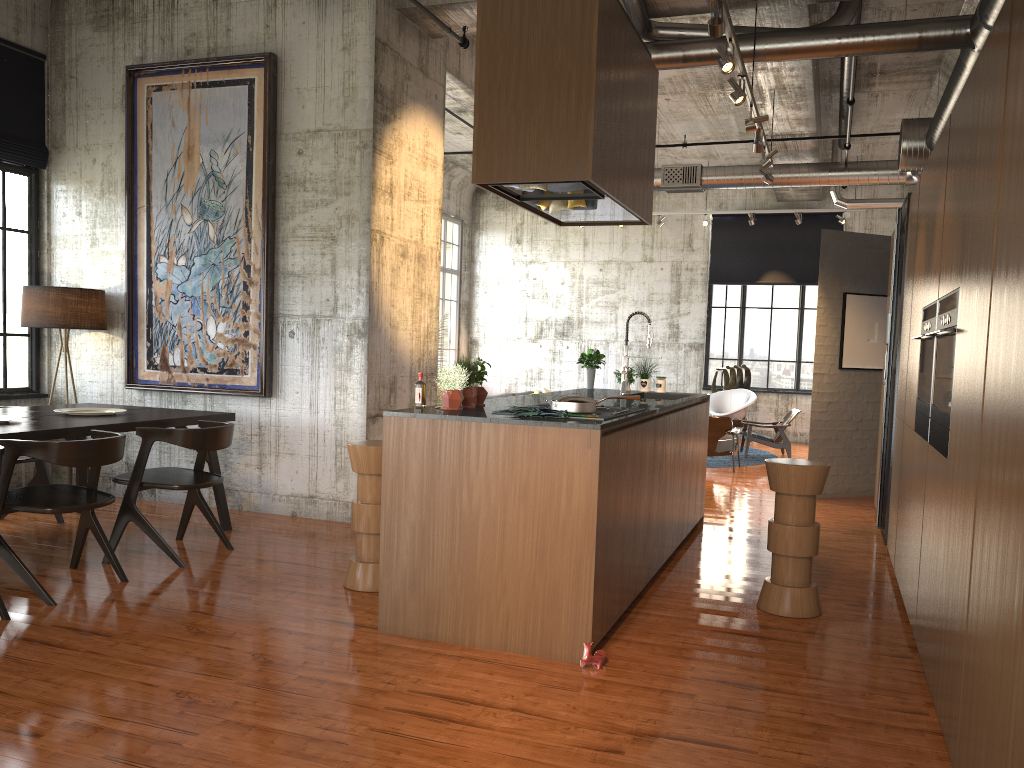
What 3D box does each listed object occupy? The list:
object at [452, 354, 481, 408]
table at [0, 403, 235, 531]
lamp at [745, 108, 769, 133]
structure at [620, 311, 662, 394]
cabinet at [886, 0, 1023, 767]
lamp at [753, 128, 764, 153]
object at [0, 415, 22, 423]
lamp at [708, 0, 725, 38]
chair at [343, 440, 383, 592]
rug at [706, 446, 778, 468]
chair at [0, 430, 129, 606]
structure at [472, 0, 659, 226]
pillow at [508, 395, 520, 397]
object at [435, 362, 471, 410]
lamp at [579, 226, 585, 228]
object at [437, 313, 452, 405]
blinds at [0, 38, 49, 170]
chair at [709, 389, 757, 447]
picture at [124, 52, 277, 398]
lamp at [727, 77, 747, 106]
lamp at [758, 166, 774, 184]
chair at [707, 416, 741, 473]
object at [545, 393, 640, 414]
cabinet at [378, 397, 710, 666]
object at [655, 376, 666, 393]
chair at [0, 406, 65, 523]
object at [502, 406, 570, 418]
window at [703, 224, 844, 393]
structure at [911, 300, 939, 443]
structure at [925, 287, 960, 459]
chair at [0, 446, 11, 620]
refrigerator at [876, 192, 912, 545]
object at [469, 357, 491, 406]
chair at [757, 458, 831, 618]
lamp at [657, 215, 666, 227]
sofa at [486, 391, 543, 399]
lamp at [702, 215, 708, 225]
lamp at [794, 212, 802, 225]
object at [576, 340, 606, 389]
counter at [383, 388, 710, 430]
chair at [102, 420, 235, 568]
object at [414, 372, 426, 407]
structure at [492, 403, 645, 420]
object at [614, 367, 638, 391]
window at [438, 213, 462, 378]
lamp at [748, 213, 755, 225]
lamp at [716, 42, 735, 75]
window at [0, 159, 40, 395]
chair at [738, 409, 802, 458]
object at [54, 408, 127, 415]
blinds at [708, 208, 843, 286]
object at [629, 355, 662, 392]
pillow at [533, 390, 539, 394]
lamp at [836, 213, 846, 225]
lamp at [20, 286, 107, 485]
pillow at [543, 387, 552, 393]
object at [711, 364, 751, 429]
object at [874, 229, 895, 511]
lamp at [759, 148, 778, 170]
[{"bbox_3d":[-0.299,-0.041,5.515,0.186,0.368,0.196,0,4,-30],"label":"object"},{"bbox_3d":[-3.770,0.760,6.167,1.637,1.008,3.697,3,3,20],"label":"table"},{"bbox_3d":[2.117,-2.313,7.771,0.260,0.211,0.102,3,4,15],"label":"lamp"},{"bbox_3d":[1.164,-0.278,7.941,0.360,0.751,0.168,3,4,20],"label":"structure"},{"bbox_3d":[2.733,0.026,4.769,0.859,3.051,5.335,3,3,20],"label":"cabinet"},{"bbox_3d":[2.382,-2.336,8.570,0.102,0.241,0.182,3,4,15],"label":"lamp"},{"bbox_3d":[-3.691,0.247,6.134,0.526,0.025,0.526,3,3,30],"label":"object"},{"bbox_3d":[1.258,-2.248,5.453,0.102,0.215,0.225,3,3,16],"label":"lamp"},{"bbox_3d":[-0.924,0.879,5.996,0.409,0.965,0.410,2,4,-1],"label":"chair"},{"bbox_3d":[2.023,1.103,15.175,4.846,0.009,4.836,1,3,-24],"label":"rug"},{"bbox_3d":[-2.910,0.818,5.656,0.769,0.995,0.877,3,4,19],"label":"chair"},{"bbox_3d":[0.390,-1.642,5.371,0.663,1.128,1.626,3,3,20],"label":"structure"},{"bbox_3d":[0.114,0.333,14.577,0.364,0.315,0.170,3,4,10],"label":"pillow"},{"bbox_3d":[-0.361,0.009,5.286,0.221,0.284,0.210,4,4,28],"label":"object"},{"bbox_3d":[1.405,-3.193,17.575,0.260,0.211,0.102,0,4,-35],"label":"lamp"},{"bbox_3d":[-1.236,0.156,10.355,1.886,2.068,1.512,5,5,42],"label":"object"},{"bbox_3d":[-4.919,-2.729,8.346,0.052,1.144,1.294,3,3,20],"label":"blinds"},{"bbox_3d":[4.020,0.604,16.400,0.806,1.032,1.055,0,4,-31],"label":"chair"},{"bbox_3d":[-2.972,-1.467,8.376,1.654,3.127,0.141,3,4,20],"label":"picture"},{"bbox_3d":[1.778,-2.297,6.986,0.165,0.252,0.102,6,5,45],"label":"lamp"},{"bbox_3d":[2.886,-2.376,10.032,0.260,0.211,0.102,-1,5,-40],"label":"lamp"},{"bbox_3d":[2.859,0.824,12.913,0.874,0.795,1.042,3,3,21],"label":"chair"},{"bbox_3d":[0.532,0.114,5.253,0.729,0.121,0.330,0,3,-35],"label":"object"},{"bbox_3d":[0.583,0.772,6.830,1.244,1.246,4.354,3,3,20],"label":"cabinet"},{"bbox_3d":[1.451,0.003,8.633,0.107,0.158,0.107,0,4,-35],"label":"object"},{"bbox_3d":[-4.269,0.705,7.302,0.769,0.995,0.877,3,4,19],"label":"chair"},{"bbox_3d":[0.115,0.150,4.875,0.391,0.068,0.184,1,3,-24],"label":"object"},{"bbox_3d":[5.131,-1.535,17.503,2.577,3.443,0.050,3,4,20],"label":"window"},{"bbox_3d":[2.462,-0.081,5.338,0.079,0.796,0.858,3,3,20],"label":"structure"},{"bbox_3d":[2.158,-0.059,4.494,0.079,0.796,0.858,3,3,20],"label":"structure"},{"bbox_3d":[-3.215,0.841,4.810,0.769,0.995,0.877,3,4,20],"label":"chair"},{"bbox_3d":[4.003,-0.050,7.946,1.210,3.057,1.515,3,4,20],"label":"refrigerator"},{"bbox_3d":[-0.224,-0.019,5.748,0.178,0.312,0.172,4,4,26],"label":"object"},{"bbox_3d":[1.825,0.985,5.749,0.409,0.965,0.410,-1,5,-40],"label":"chair"},{"bbox_3d":[2.860,-3.121,17.038,0.182,0.241,0.102,3,4,15],"label":"lamp"},{"bbox_3d":[0.316,0.609,15.470,1.361,0.863,3.000,3,3,21],"label":"sofa"},{"bbox_3d":[3.659,-3.082,16.775,0.102,0.211,0.260,3,3,15],"label":"lamp"},{"bbox_3d":[5.223,-3.006,16.164,0.165,0.252,0.102,0,4,-25],"label":"lamp"},{"bbox_3d":[0.791,-0.199,8.853,0.304,0.503,0.268,0,4,-28],"label":"object"},{"bbox_3d":[0.602,0.211,6.789,1.244,0.175,4.357,3,2,20],"label":"counter"},{"bbox_3d":[-2.512,0.793,6.637,0.769,0.995,0.877,3,3,16],"label":"chair"},{"bbox_3d":[-0.564,0.033,5.462,0.056,0.209,0.056,3,4,20],"label":"object"},{"bbox_3d":[0.382,0.160,5.491,0.678,0.019,1.095,3,2,20],"label":"structure"},{"bbox_3d":[1.130,-0.064,8.792,0.231,0.258,0.236,0,4,-32],"label":"object"},{"bbox_3d":[-1.868,-1.768,17.212,0.050,3.442,4.277,3,3,20],"label":"window"},{"bbox_3d":[4.445,-3.044,16.439,0.102,0.252,0.165,6,5,45],"label":"lamp"},{"bbox_3d":[1.501,-2.276,6.209,0.102,0.252,0.164,0,4,-25],"label":"lamp"},{"bbox_3d":[-5.475,-1.525,7.287,0.050,3.443,3.807,3,3,20],"label":"window"},{"bbox_3d":[4.221,0.802,14.664,1.043,0.795,0.873,3,3,10],"label":"chair"},{"bbox_3d":[-3.356,0.222,7.063,0.526,0.025,0.526,3,3,30],"label":"object"},{"bbox_3d":[5.106,-2.654,17.259,2.442,1.467,0.150,3,4,20],"label":"blinds"},{"bbox_3d":[1.314,-0.116,8.699,0.362,0.382,0.305,0,4,-36],"label":"object"},{"bbox_3d":[0.472,0.309,16.342,0.228,0.372,0.404,4,4,29],"label":"pillow"},{"bbox_3d":[5.943,-2.967,15.961,0.102,0.215,0.225,0,4,-29],"label":"lamp"},{"bbox_3d":[-4.342,0.109,8.604,0.751,2.061,0.751,4,5,32],"label":"lamp"},{"bbox_3d":[0.729,0.299,16.374,0.536,0.447,0.260,4,4,27],"label":"pillow"},{"bbox_3d":[4.271,0.249,17.320,0.727,1.299,0.455,4,5,31],"label":"object"},{"bbox_3d":[4.303,-0.093,9.126,0.859,3.052,0.909,3,4,20],"label":"object"},{"bbox_3d":[2.674,-2.352,9.285,0.198,0.229,0.102,4,4,30],"label":"lamp"}]
